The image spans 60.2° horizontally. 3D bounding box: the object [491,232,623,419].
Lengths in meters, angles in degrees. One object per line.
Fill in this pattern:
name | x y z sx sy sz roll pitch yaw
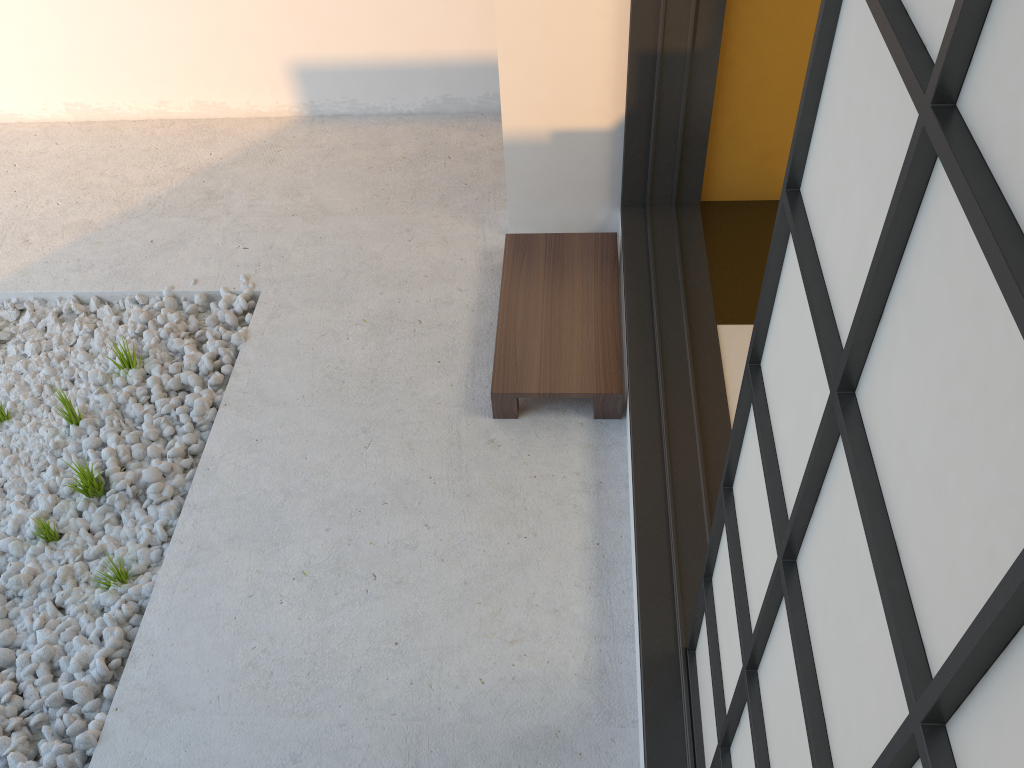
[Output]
object | 0.138 -0.189 2.585 0.349 0.106 0.671 0 48 4
